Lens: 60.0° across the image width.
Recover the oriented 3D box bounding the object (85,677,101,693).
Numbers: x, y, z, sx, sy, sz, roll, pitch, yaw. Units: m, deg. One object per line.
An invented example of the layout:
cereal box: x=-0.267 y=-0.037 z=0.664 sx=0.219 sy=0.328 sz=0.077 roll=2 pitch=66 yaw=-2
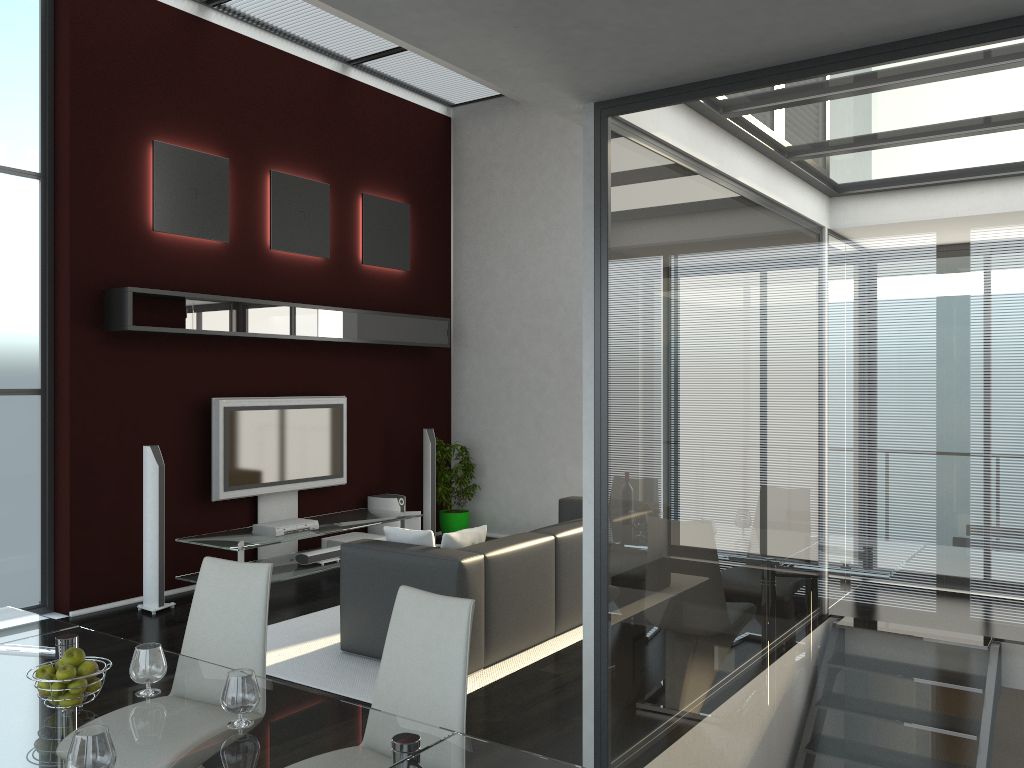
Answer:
object: x=-1.131 y=0.809 z=2.388 sx=0.045 sy=0.042 sz=0.045 roll=0 pitch=0 yaw=29

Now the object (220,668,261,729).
object: x=-0.693 y=0.802 z=2.265 sx=0.098 sy=0.132 sz=0.098 roll=0 pitch=0 yaw=-36

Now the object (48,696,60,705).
object: x=-1.213 y=0.833 z=2.371 sx=0.048 sy=0.048 sz=0.048 roll=0 pitch=0 yaw=-44

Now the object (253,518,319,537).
object: x=-1.797 y=1.139 z=7.059 sx=0.273 sy=0.073 sz=0.439 roll=0 pitch=0 yaw=34

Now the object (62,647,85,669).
object: x=-1.171 y=0.732 z=2.370 sx=0.055 sy=0.056 sz=0.055 roll=0 pitch=0 yaw=34

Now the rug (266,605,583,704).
rug: x=-0.174 y=1.602 z=6.323 sx=1.875 sy=0.009 sz=3.695 roll=0 pitch=0 yaw=34

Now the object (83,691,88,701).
object: x=-1.166 y=0.839 z=2.394 sx=0.038 sy=0.038 sz=0.038 roll=0 pitch=0 yaw=38

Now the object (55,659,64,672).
object: x=-1.208 y=0.762 z=2.388 sx=0.040 sy=0.043 sz=0.044 roll=0 pitch=0 yaw=-41

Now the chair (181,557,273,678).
chair: x=-1.114 y=1.122 z=2.981 sx=0.471 sy=0.959 sz=0.612 roll=0 pitch=0 yaw=24

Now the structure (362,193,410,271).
structure: x=-1.247 y=-1.480 z=8.730 sx=0.055 sy=0.676 sz=0.678 roll=0 pitch=0 yaw=34

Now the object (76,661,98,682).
object: x=-1.134 y=0.768 z=2.370 sx=0.050 sy=0.054 sz=0.055 roll=0 pitch=0 yaw=4

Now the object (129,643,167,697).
object: x=-1.021 y=0.802 z=2.491 sx=0.098 sy=0.132 sz=0.098 roll=0 pitch=0 yaw=-36

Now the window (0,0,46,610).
window: x=-3.498 y=-0.645 z=5.886 sx=0.025 sy=4.400 sz=0.800 roll=0 pitch=0 yaw=34

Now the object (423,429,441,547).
object: x=-0.811 y=1.011 z=8.684 sx=0.228 sy=1.141 sz=0.215 roll=0 pitch=0 yaw=-41

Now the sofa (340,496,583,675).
sofa: x=0.114 y=1.259 z=6.140 sx=0.943 sy=0.652 sz=2.781 roll=0 pitch=0 yaw=34

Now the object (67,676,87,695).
object: x=-1.140 y=0.790 z=2.325 sx=0.047 sy=0.045 sz=0.047 roll=0 pitch=0 yaw=39

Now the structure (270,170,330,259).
structure: x=-1.873 y=-1.480 z=7.816 sx=0.055 sy=0.676 sz=0.678 roll=0 pitch=0 yaw=34

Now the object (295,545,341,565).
object: x=-1.545 y=1.402 z=7.281 sx=0.182 sy=0.090 sz=0.470 roll=0 pitch=0 yaw=34

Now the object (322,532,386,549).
object: x=-1.392 y=1.413 z=7.857 sx=0.412 sy=0.106 sz=0.449 roll=0 pitch=0 yaw=34

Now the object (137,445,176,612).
object: x=-2.548 y=1.011 z=6.300 sx=0.215 sy=1.141 sz=0.228 roll=0 pitch=0 yaw=19

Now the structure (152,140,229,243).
structure: x=-2.498 y=-1.480 z=6.902 sx=0.055 sy=0.676 sz=0.678 roll=0 pitch=0 yaw=34

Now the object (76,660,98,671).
object: x=-1.159 y=0.781 z=2.419 sx=0.054 sy=0.048 sz=0.055 roll=0 pitch=0 yaw=28

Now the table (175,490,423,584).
table: x=-1.695 y=1.059 z=7.385 sx=0.771 sy=1.093 sz=2.046 roll=0 pitch=0 yaw=34

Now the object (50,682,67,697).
object: x=-1.181 y=0.793 z=2.309 sx=0.039 sy=0.040 sz=0.040 roll=0 pitch=0 yaw=26

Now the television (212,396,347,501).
television: x=-1.931 y=0.513 z=7.517 sx=0.099 sy=0.807 sz=1.436 roll=0 pitch=0 yaw=34

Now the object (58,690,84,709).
object: x=-1.165 y=0.828 z=2.343 sx=0.061 sy=0.056 sz=0.059 roll=0 pitch=0 yaw=-11

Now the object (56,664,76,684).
object: x=-1.161 y=0.756 z=2.310 sx=0.047 sy=0.045 sz=0.047 roll=0 pitch=0 yaw=35

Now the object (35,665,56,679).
object: x=-1.244 y=0.775 z=2.365 sx=0.047 sy=0.048 sz=0.047 roll=0 pitch=0 yaw=-3

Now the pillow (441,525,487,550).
pillow: x=-0.312 y=1.036 z=5.279 sx=0.169 sy=0.361 sz=0.376 roll=0 pitch=0 yaw=36

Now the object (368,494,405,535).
object: x=-1.172 y=1.335 z=8.492 sx=0.323 sy=0.518 sz=0.286 roll=0 pitch=0 yaw=34

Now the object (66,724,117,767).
object: x=-0.895 y=0.802 z=1.887 sx=0.098 sy=0.132 sz=0.098 roll=0 pitch=0 yaw=-36

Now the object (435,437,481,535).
object: x=-0.619 y=1.071 z=9.111 sx=0.507 sy=1.068 sz=0.599 roll=0 pitch=0 yaw=19

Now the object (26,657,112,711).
object: x=-1.180 y=0.811 z=2.368 sx=0.206 sy=0.105 sz=0.206 roll=0 pitch=0 yaw=-11

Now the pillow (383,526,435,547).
pillow: x=-0.590 y=1.037 z=5.349 sx=0.376 sy=0.358 sz=0.186 roll=0 pitch=0 yaw=36

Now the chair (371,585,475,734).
chair: x=-0.410 y=1.122 z=2.515 sx=0.471 sy=0.959 sz=0.612 roll=0 pitch=0 yaw=39

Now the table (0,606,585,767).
table: x=-1.112 y=1.234 z=2.316 sx=2.720 sy=0.731 sz=0.940 roll=0 pitch=0 yaw=34

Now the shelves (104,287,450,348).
shelves: x=-2.735 y=-0.525 z=6.332 sx=0.305 sy=0.301 sz=6.988 roll=0 pitch=0 yaw=34

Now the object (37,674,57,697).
object: x=-1.216 y=0.792 z=2.332 sx=0.058 sy=0.058 sz=0.058 roll=0 pitch=0 yaw=1
